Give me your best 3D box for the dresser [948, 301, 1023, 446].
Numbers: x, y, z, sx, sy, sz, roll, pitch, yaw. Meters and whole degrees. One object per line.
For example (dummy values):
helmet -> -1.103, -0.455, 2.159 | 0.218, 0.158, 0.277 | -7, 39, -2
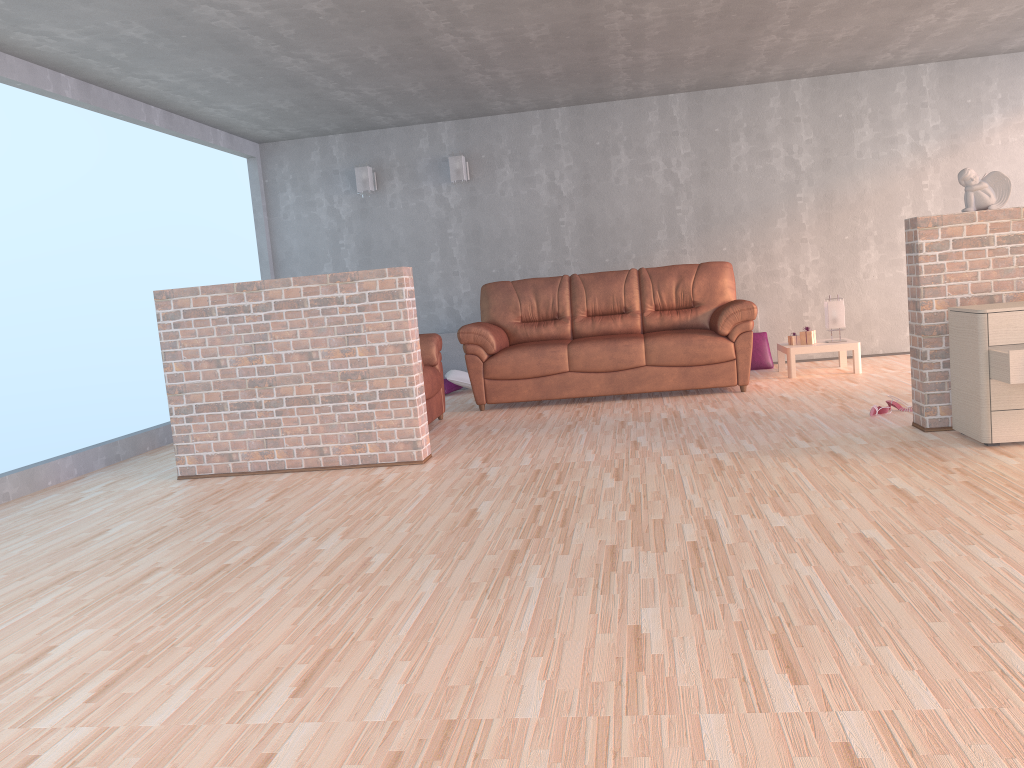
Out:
dresser -> 2.911, -0.093, 3.870 | 1.686, 0.612, 0.605 | -4, 6, 8

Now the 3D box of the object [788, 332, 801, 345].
object -> 2.298, -0.369, 7.137 | 0.152, 0.105, 0.080 | -8, 7, -23

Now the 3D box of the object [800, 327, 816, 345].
object -> 2.354, -0.389, 7.054 | 0.099, 0.147, 0.102 | -1, 8, 37

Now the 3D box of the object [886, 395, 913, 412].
object -> 2.223, 0.111, 5.062 | 0.069, 0.085, 0.188 | -11, 8, -42

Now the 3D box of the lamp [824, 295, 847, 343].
lamp -> 2.564, -0.519, 7.042 | 0.140, 0.376, 0.140 | -4, 6, 8

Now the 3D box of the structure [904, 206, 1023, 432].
structure -> 2.712, -0.349, 4.338 | 1.422, 1.057, 0.211 | -4, 6, 8

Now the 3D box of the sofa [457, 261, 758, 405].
sofa -> 0.736, -0.421, 6.913 | 2.202, 0.923, 0.981 | -4, 6, 8

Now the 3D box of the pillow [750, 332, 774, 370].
pillow -> 2.098, -0.282, 7.766 | 0.327, 0.326, 0.241 | -5, 6, 2

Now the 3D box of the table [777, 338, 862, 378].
table -> 2.458, -0.212, 7.133 | 0.548, 0.241, 0.548 | -4, 6, 8

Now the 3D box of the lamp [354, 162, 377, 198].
lamp -> -1.362, -1.893, 8.228 | 0.165, 0.319, 0.168 | -4, 6, 8

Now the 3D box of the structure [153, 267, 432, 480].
structure -> -1.209, -0.052, 4.910 | 1.422, 1.057, 0.211 | -4, 6, 8

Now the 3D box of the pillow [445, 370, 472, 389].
pillow -> -0.425, -0.038, 8.038 | 0.357, 0.205, 0.388 | -6, 6, -5

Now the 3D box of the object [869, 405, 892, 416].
object -> 2.066, 0.145, 4.976 | 0.078, 0.066, 0.192 | 1, 9, 44

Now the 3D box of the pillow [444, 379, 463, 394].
pillow -> -0.676, 0.024, 8.054 | 0.392, 0.130, 0.365 | -2, 7, 29

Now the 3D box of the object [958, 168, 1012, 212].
object -> 2.290, -0.951, 4.319 | 0.216, 0.218, 0.131 | -4, 6, 7

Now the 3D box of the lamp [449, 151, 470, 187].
lamp -> -0.490, -1.959, 8.105 | 0.165, 0.319, 0.177 | -4, 6, 8

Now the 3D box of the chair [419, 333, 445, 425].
chair -> -1.002, -0.147, 6.057 | 0.936, 0.879, 0.970 | -4, 6, 7
